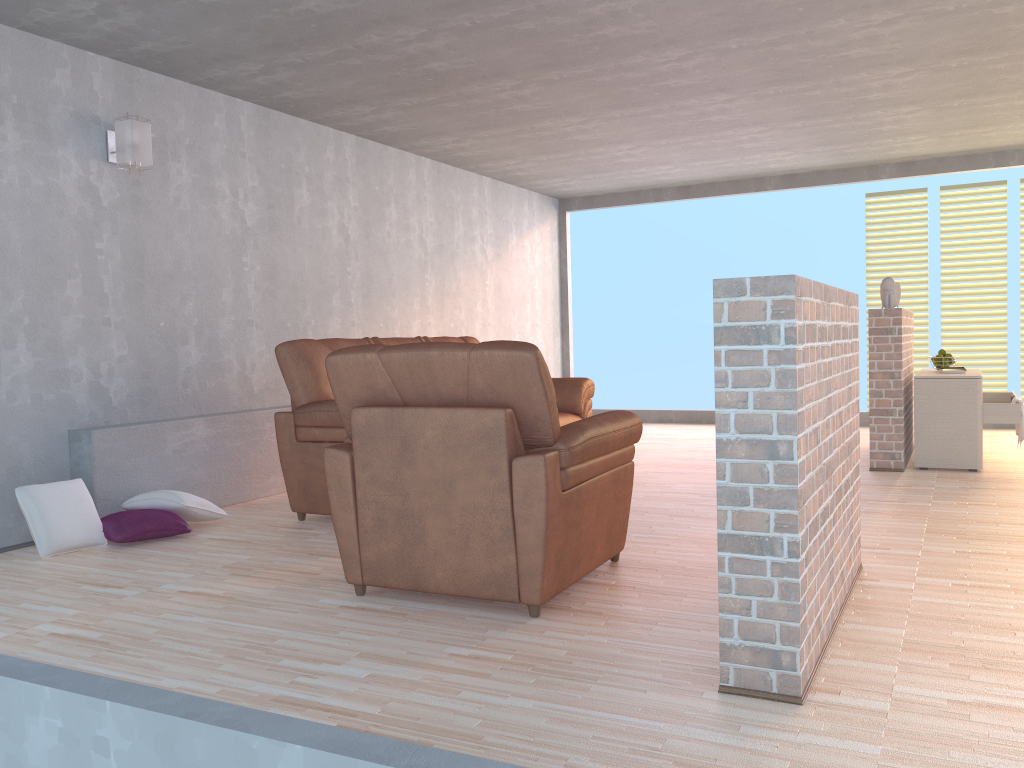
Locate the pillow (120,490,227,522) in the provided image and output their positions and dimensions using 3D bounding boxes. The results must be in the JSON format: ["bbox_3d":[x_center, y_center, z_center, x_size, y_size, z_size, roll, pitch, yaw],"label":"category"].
[{"bbox_3d":[-1.743,0.635,4.593,0.388,0.205,0.357,-1,3,14],"label":"pillow"}]

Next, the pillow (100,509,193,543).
[{"bbox_3d":[-1.835,0.689,4.357,0.392,0.130,0.365,-4,4,-42],"label":"pillow"}]

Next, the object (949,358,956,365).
[{"bbox_3d":[3.147,-0.165,6.356,0.057,0.057,0.057,-3,3,-30],"label":"object"}]

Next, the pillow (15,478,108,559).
[{"bbox_3d":[-2.108,0.625,4.159,0.241,0.326,0.327,0,3,31],"label":"pillow"}]

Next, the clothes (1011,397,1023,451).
[{"bbox_3d":[3.264,0.274,5.737,0.097,0.369,0.325,0,3,28],"label":"clothes"}]

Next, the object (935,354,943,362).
[{"bbox_3d":[3.058,-0.186,6.349,0.049,0.053,0.054,-3,3,-32],"label":"object"}]

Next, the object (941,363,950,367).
[{"bbox_3d":[3.098,-0.127,6.343,0.060,0.055,0.059,-3,3,-18],"label":"object"}]

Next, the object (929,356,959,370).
[{"bbox_3d":[3.100,-0.145,6.372,0.202,0.104,0.202,-1,3,21],"label":"object"}]

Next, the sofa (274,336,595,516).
[{"bbox_3d":[-0.340,0.163,5.348,0.981,0.923,2.202,0,3,27],"label":"sofa"}]

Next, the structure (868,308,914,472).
[{"bbox_3d":[2.739,0.001,6.365,0.211,1.057,1.422,0,3,27],"label":"structure"}]

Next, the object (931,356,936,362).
[{"bbox_3d":[3.056,-0.176,6.404,0.054,0.048,0.053,0,3,34],"label":"object"}]

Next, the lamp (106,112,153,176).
[{"bbox_3d":[-2.018,-1.266,4.694,0.177,0.319,0.165,0,3,27],"label":"lamp"}]

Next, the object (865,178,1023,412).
[{"bbox_3d":[5.337,-0.768,7.488,4.372,2.114,0.044,0,3,27],"label":"object"}]

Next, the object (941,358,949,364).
[{"bbox_3d":[3.084,-0.163,6.315,0.046,0.044,0.046,0,3,23],"label":"object"}]

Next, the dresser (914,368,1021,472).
[{"bbox_3d":[3.269,0.208,6.382,0.605,0.612,1.686,0,3,27],"label":"dresser"}]

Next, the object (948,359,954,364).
[{"bbox_3d":[3.127,-0.161,6.320,0.039,0.040,0.038,0,3,36],"label":"object"}]

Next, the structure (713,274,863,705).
[{"bbox_3d":[0.930,0.224,2.835,0.211,1.057,1.422,0,3,27],"label":"structure"}]

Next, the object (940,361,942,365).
[{"bbox_3d":[3.100,-0.163,6.422,0.053,0.054,0.053,-3,3,-27],"label":"object"}]

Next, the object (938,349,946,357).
[{"bbox_3d":[3.089,-0.223,6.366,0.054,0.056,0.054,0,3,27],"label":"object"}]

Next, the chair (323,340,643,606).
[{"bbox_3d":[-0.087,0.272,3.411,0.970,0.879,0.936,0,3,26],"label":"chair"}]

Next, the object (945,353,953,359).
[{"bbox_3d":[3.109,-0.197,6.310,0.046,0.045,0.046,0,3,27],"label":"object"}]

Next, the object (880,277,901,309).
[{"bbox_3d":[2.557,-0.613,6.006,0.131,0.218,0.216,0,3,26],"label":"object"}]

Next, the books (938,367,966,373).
[{"bbox_3d":[3.006,-0.095,6.056,0.146,0.040,0.209,-1,3,17],"label":"books"}]
